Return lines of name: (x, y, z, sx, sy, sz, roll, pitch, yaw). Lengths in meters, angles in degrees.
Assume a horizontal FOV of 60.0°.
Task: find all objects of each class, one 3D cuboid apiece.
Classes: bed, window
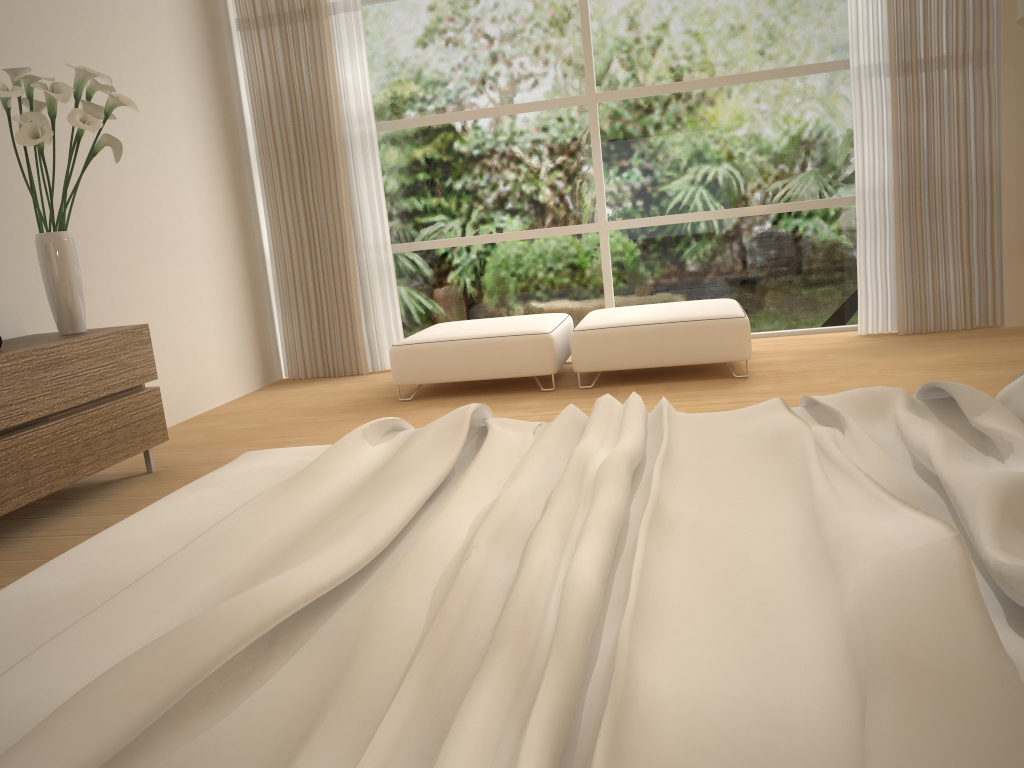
bed: (0.282, 0.434, 0.998, 2.535, 0.570, 2.599, -4, 10, 12)
window: (0.532, -1.898, 5.905, 4.781, 3.371, 0.071, -4, 10, 12)

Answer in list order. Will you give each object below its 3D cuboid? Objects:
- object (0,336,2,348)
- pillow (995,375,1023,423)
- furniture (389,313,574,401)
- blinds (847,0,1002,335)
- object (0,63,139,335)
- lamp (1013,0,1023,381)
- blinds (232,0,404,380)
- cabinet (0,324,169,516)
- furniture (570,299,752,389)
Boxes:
object: (-2.064, -0.331, 3.247, 0.282, 0.453, 0.181, -4, 10, 12)
pillow: (0.999, 0.056, 0.827, 0.561, 0.339, 1.720, -4, 10, 12)
furniture: (-0.142, -0.187, 5.371, 0.965, 0.346, 0.964, -4, 10, 12)
blinds: (2.409, -1.968, 5.210, 0.814, 3.351, 0.202, -4, 10, 11)
object: (-1.768, -0.755, 3.618, 0.515, 1.085, 0.608, -12, 12, -30)
lamp: (2.439, -0.984, 3.498, 0.817, 2.018, 0.817, -13, 12, -35)
blinds: (-1.375, -1.708, 6.044, 0.950, 3.352, 0.211, -4, 10, 10)
cabinet: (-2.195, 0.434, 2.228, 0.588, 0.662, 3.713, -4, 10, 12)
furniture: (0.870, -0.259, 5.162, 0.965, 0.346, 0.964, -4, 10, 12)
